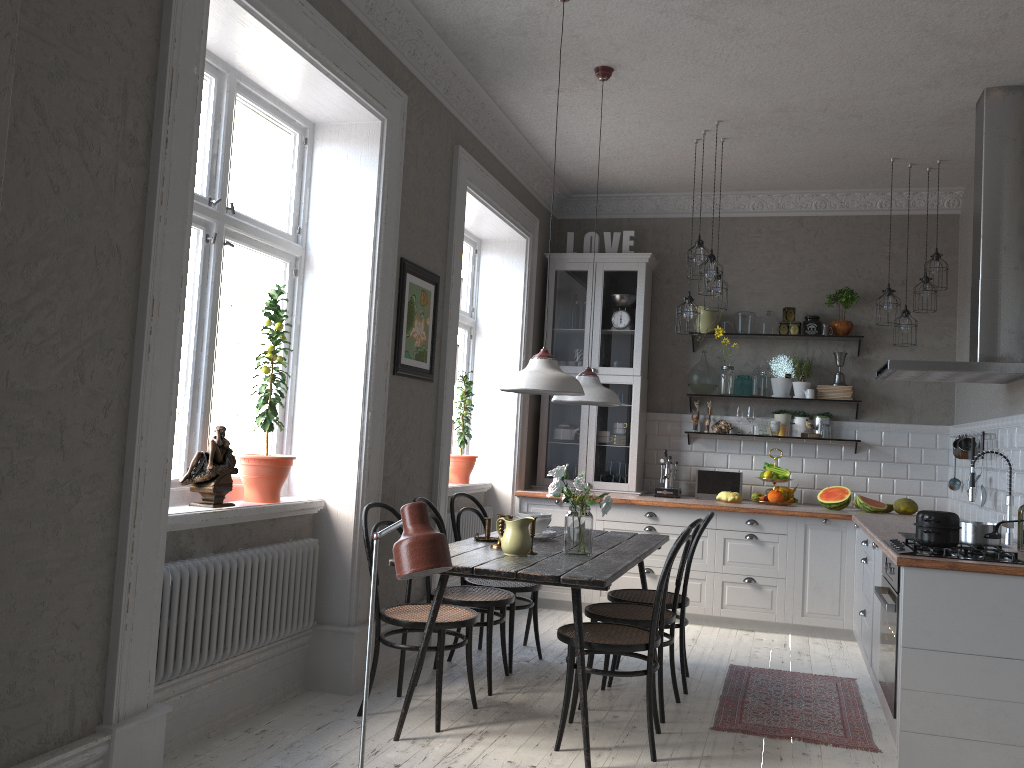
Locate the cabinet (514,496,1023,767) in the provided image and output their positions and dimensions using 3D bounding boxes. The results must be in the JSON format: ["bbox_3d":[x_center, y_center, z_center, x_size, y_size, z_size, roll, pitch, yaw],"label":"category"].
[{"bbox_3d":[1.739,1.247,5.403,2.023,0.854,4.121,5,-4,-27],"label":"cabinet"}]

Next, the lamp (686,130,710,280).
[{"bbox_3d":[1.242,-1.545,5.743,0.146,1.735,0.147,3,-4,3],"label":"lamp"}]

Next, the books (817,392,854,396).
[{"bbox_3d":[2.491,0.077,6.820,0.257,0.011,0.160,2,-4,22],"label":"books"}]

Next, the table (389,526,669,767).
[{"bbox_3d":[0.193,1.166,4.385,0.895,0.735,1.941,2,-4,17],"label":"table"}]

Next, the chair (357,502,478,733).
[{"bbox_3d":[-0.419,1.016,4.001,0.541,0.921,0.444,2,-4,24],"label":"chair"}]

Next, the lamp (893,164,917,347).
[{"bbox_3d":[2.752,-1.130,6.149,0.148,1.735,0.145,4,-4,-12],"label":"lamp"}]

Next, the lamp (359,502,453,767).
[{"bbox_3d":[-0.230,0.620,1.529,0.141,0.839,0.246,6,-5,-38],"label":"lamp"}]

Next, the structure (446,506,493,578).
[{"bbox_3d":[-0.371,1.082,6.046,0.147,0.428,1.235,2,-4,15],"label":"structure"}]

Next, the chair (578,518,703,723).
[{"bbox_3d":[0.620,1.088,4.258,0.541,0.921,0.444,2,-4,24],"label":"chair"}]

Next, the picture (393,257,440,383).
[{"bbox_3d":[-0.514,-0.334,4.856,0.019,0.620,0.527,2,-4,17],"label":"picture"}]

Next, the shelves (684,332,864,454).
[{"bbox_3d":[2.039,0.081,6.936,1.302,0.923,0.231,2,-4,15],"label":"shelves"}]

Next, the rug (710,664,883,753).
[{"bbox_3d":[1.415,1.595,4.457,0.728,0.014,1.303,2,-4,17],"label":"rug"}]

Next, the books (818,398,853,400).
[{"bbox_3d":[2.488,0.121,6.818,0.258,0.011,0.160,2,-4,19],"label":"books"}]

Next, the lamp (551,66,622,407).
[{"bbox_3d":[0.454,-0.815,4.838,0.373,1.859,0.385,2,-4,24],"label":"lamp"}]

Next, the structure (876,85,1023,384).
[{"bbox_3d":[2.468,-0.831,4.950,0.705,1.596,0.720,2,-4,16],"label":"structure"}]

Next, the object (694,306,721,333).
[{"bbox_3d":[1.551,-0.503,7.058,0.187,0.216,0.176,1,-4,30],"label":"object"}]

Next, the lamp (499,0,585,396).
[{"bbox_3d":[0.186,-0.882,3.977,0.387,1.859,0.371,6,-4,-36],"label":"lamp"}]

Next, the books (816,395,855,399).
[{"bbox_3d":[2.490,0.099,6.819,0.256,0.016,0.160,1,-4,28],"label":"books"}]

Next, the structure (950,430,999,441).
[{"bbox_3d":[2.929,0.330,5.639,0.093,0.053,1.098,2,-4,17],"label":"structure"}]

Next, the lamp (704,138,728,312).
[{"bbox_3d":[1.381,-1.349,5.853,0.146,1.735,0.147,3,-4,3],"label":"lamp"}]

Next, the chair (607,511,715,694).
[{"bbox_3d":[0.782,1.125,4.720,0.544,0.921,0.442,2,-4,14],"label":"chair"}]

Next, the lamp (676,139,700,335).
[{"bbox_3d":[1.206,-1.197,5.892,0.148,1.735,0.145,4,-4,-17],"label":"lamp"}]

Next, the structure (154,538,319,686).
[{"bbox_3d":[-1.130,0.892,3.605,0.147,0.428,1.235,2,-4,15],"label":"structure"}]

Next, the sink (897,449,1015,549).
[{"bbox_3d":[2.254,0.681,4.470,0.522,0.720,0.491,2,-4,16],"label":"sink"}]

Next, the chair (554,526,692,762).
[{"bbox_3d":[0.464,1.048,3.743,0.544,0.921,0.442,2,-4,14],"label":"chair"}]

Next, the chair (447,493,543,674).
[{"bbox_3d":[-0.094,1.094,5.002,0.539,0.921,0.445,1,-4,29],"label":"chair"}]

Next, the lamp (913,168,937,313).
[{"bbox_3d":[2.928,-1.368,6.232,0.149,1.735,0.144,6,-4,-32],"label":"lamp"}]

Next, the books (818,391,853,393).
[{"bbox_3d":[2.492,0.066,6.821,0.258,0.011,0.160,2,-4,19],"label":"books"}]

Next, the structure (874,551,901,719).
[{"bbox_3d":[1.922,1.082,3.845,0.611,0.623,0.629,2,-4,16],"label":"structure"}]

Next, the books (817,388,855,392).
[{"bbox_3d":[2.493,0.045,6.822,0.256,0.016,0.160,1,-4,28],"label":"books"}]

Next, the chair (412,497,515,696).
[{"bbox_3d":[-0.256,1.057,4.538,0.544,0.921,0.442,2,-4,14],"label":"chair"}]

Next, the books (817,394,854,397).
[{"bbox_3d":[2.490,0.088,6.820,0.257,0.016,0.160,2,-4,25],"label":"books"}]

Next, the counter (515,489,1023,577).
[{"bbox_3d":[1.288,0.811,5.406,3.126,0.039,3.428,2,-4,16],"label":"counter"}]

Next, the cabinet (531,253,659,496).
[{"bbox_3d":[0.680,-0.071,7.172,0.870,1.921,0.392,2,-4,16],"label":"cabinet"}]

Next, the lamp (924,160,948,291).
[{"bbox_3d":[2.924,-1.507,6.065,0.148,1.735,0.145,4,-4,-12],"label":"lamp"}]

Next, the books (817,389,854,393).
[{"bbox_3d":[2.492,0.055,6.822,0.257,0.011,0.160,2,-4,22],"label":"books"}]

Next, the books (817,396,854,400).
[{"bbox_3d":[2.489,0.109,6.818,0.257,0.011,0.160,2,-4,22],"label":"books"}]

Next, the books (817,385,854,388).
[{"bbox_3d":[2.494,0.023,6.824,0.257,0.011,0.160,2,-4,22],"label":"books"}]

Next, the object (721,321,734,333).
[{"bbox_3d":[1.718,-0.440,7.068,0.102,0.111,0.104,2,-4,16],"label":"object"}]

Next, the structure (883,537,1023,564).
[{"bbox_3d":[1.919,0.719,3.879,0.490,0.031,0.612,2,-4,17],"label":"structure"}]

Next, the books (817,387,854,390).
[{"bbox_3d":[2.494,0.034,6.823,0.257,0.016,0.160,2,-4,25],"label":"books"}]

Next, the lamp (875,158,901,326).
[{"bbox_3d":[2.597,-1.267,6.062,0.150,1.735,0.143,7,-5,-42],"label":"lamp"}]

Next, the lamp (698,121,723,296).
[{"bbox_3d":[1.278,-1.423,5.557,0.149,1.735,0.144,5,-4,-27],"label":"lamp"}]
